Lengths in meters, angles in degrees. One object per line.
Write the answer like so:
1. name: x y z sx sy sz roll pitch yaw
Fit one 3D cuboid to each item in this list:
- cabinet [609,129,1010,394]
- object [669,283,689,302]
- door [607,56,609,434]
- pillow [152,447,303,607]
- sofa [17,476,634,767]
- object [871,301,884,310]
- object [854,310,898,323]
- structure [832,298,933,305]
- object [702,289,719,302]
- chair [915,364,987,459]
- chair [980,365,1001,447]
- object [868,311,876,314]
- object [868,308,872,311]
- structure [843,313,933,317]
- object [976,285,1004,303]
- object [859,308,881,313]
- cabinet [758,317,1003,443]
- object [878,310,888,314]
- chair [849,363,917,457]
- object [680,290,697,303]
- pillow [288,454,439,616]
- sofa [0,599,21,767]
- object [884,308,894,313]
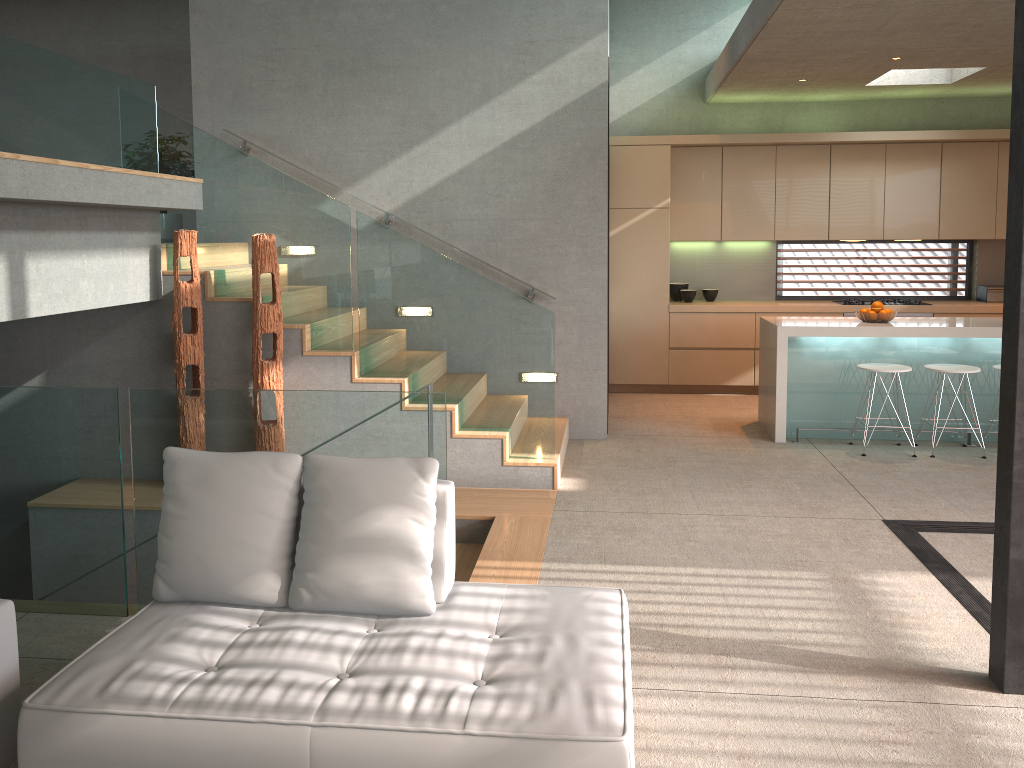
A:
1. cabinet: 4.638 -1.070 8.070 7.469 2.549 1.982 1 7 6
2. object: 1.742 -0.963 9.282 0.225 0.186 0.227 -3 8 -16
3. door: 1.361 0.009 5.015 15.341 4.442 5.821 -4 9 -21
4. pillow: -0.956 0.475 2.966 0.492 0.494 0.240 0 6 7
5. sofa: -0.442 0.771 2.682 1.596 0.727 1.022 1 8 6
6. object: 2.898 -0.609 7.012 0.095 0.093 0.095 3 8 26
7. object: 2.877 -0.534 6.991 0.315 0.081 0.318 1 9 6
8. structure: 3.683 -0.801 8.830 0.838 0.090 0.468 1 9 6
9. object: 2.066 -0.923 9.212 0.169 0.126 0.171 -1 8 -7
10. chair: 3.198 0.187 6.445 0.382 0.619 0.385 0 6 6
11. chair: 3.674 0.193 6.391 0.382 0.619 0.385 0 6 6
12. object: 2.819 -0.534 6.923 0.081 0.080 0.081 5 9 35
13. object: 2.858 -0.561 7.073 0.087 0.086 0.087 -5 9 -33
14. structure: 3.656 -0.442 8.610 0.828 0.497 0.080 1 5 6
15. object: 4.948 -0.909 8.916 0.400 0.159 0.242 1 8 6
16. object: 2.820 -0.550 6.976 0.097 0.099 0.174 -6 10 -38
17. cabinet: 4.109 -0.036 6.912 4.120 0.893 0.807 1 7 6
18. object: 2.901 -0.535 6.903 0.086 0.086 0.088 -1 7 -3
19. chair: 2.728 0.181 6.498 0.382 0.619 0.385 0 6 6
20. object: 1.816 -0.904 9.107 0.169 0.126 0.171 -1 8 -7
21. pillow: -0.477 0.492 2.910 0.492 0.480 0.268 1 6 7
22. sofa: -2.123 1.067 0.914 1.049 0.747 3.493 1 9 6
23. object: 2.962 -0.549 6.971 0.094 0.093 0.095 -1 7 -5
